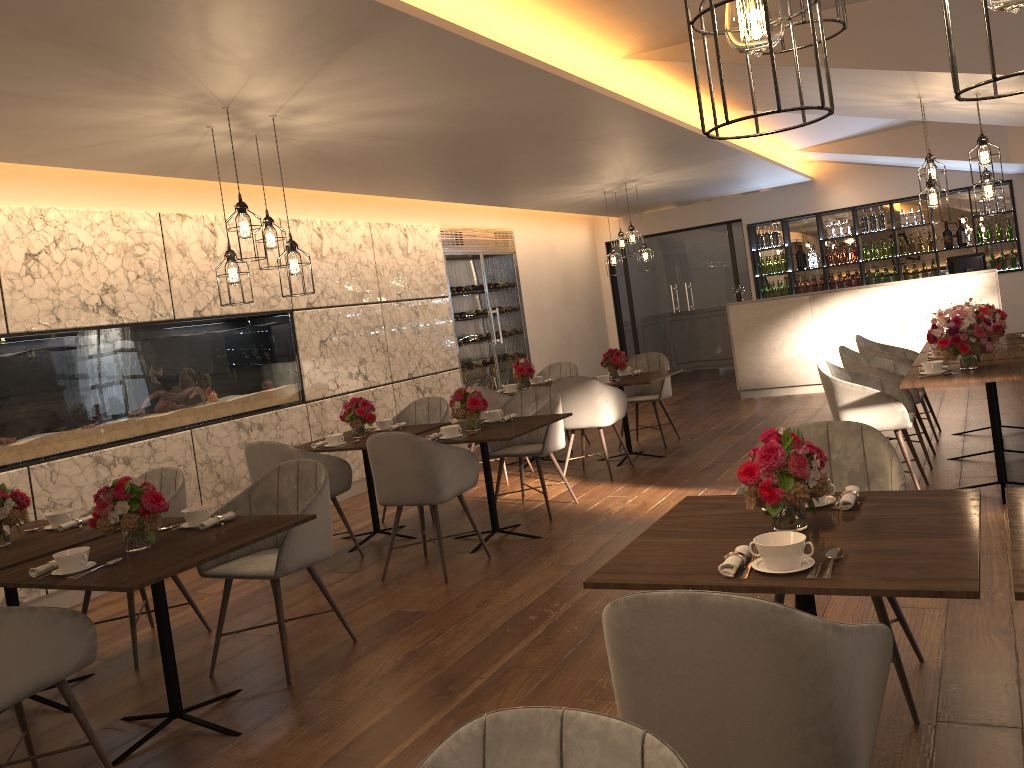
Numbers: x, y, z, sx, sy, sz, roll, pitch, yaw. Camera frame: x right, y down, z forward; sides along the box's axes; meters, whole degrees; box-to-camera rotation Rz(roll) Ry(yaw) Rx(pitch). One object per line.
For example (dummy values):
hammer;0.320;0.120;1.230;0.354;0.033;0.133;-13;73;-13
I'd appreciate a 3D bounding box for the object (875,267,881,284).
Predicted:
object;4.904;-1.441;11.889;0.065;0.261;0.066;-8;1;7

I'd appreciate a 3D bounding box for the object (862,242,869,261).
object;4.758;-1.790;11.935;0.065;0.261;0.066;-8;1;7

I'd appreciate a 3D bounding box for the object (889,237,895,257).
object;5.047;-1.819;11.777;0.065;0.263;0.066;-8;1;7

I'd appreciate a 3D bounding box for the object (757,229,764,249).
object;3.510;-2.062;12.541;0.075;0.310;0.075;-9;2;-36

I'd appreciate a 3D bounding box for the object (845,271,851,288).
object;4.579;-1.409;12.066;0.065;0.261;0.066;-8;1;7

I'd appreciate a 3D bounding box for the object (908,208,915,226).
object;5.236;-2.192;11.606;0.070;0.235;0.041;-7;1;28

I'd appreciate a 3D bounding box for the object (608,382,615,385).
object;0.876;-0.011;7.641;0.022;0.004;0.212;-6;5;29

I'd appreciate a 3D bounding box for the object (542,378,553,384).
object;0.345;-0.027;8.589;0.056;0.039;0.176;-6;5;29

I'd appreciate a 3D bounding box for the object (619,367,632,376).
object;1.045;-0.113;8.207;0.149;0.072;0.148;-11;5;-39

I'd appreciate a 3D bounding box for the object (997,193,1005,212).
object;6.138;-2.281;11.116;0.070;0.235;0.041;-7;1;28

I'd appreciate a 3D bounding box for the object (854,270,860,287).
object;4.676;-1.418;12.013;0.065;0.261;0.066;-8;1;7

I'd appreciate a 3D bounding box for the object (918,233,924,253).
object;5.356;-1.849;11.609;0.065;0.261;0.066;-8;1;7

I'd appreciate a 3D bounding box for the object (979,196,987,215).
object;5.962;-2.263;11.211;0.070;0.235;0.041;-7;1;28

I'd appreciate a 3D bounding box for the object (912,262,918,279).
object;5.310;-1.480;11.668;0.065;0.261;0.066;-8;1;7

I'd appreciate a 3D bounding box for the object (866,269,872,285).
object;4.808;-1.431;11.942;0.065;0.261;0.066;-8;1;7

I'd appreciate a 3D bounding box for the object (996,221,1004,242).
object;6.153;-1.926;11.176;0.065;0.261;0.066;-8;1;7

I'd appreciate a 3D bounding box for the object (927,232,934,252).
object;5.453;-1.858;11.557;0.065;0.261;0.066;-8;1;7

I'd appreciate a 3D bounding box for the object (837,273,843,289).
object;4.483;-1.400;12.118;0.065;0.261;0.066;-8;1;7

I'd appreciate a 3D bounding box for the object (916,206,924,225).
object;5.324;-2.201;11.559;0.070;0.235;0.041;-7;1;28

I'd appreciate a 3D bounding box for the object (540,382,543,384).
object;0.311;-0.016;8.597;0.025;0.024;0.193;-6;4;29

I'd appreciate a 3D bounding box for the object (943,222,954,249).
object;5.625;-1.921;11.433;0.104;0.359;0.104;-8;1;-10

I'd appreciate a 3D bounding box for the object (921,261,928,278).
object;5.406;-1.490;11.616;0.065;0.261;0.066;-8;1;7

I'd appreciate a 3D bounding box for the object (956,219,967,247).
object;5.760;-1.936;11.356;0.104;0.359;0.103;-9;2;-34

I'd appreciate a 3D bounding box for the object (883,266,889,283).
object;5.001;-1.450;11.837;0.065;0.261;0.066;-8;1;7

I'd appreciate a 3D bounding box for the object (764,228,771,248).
object;3.601;-2.071;12.491;0.075;0.310;0.075;-8;1;-18

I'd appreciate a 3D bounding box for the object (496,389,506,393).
object;-0.108;0.070;8.144;0.056;0.039;0.176;-6;5;29

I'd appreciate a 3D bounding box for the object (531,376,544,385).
object;0.243;-0.034;8.643;0.149;0.072;0.148;-11;5;-39

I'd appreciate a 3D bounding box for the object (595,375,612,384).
object;0.791;-0.035;7.654;0.148;0.072;0.148;-9;4;-19

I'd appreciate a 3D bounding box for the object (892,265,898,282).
object;5.097;-1.460;11.784;0.065;0.261;0.066;-8;1;7

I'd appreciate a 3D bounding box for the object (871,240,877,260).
object;4.854;-1.800;11.882;0.065;0.263;0.066;-8;1;7

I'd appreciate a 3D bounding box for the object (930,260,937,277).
object;5.503;-1.499;11.564;0.065;0.261;0.066;-8;1;7

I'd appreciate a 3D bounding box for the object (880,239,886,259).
object;4.950;-1.810;11.830;0.065;0.263;0.066;-8;1;7

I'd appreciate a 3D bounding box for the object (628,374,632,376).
object;1.113;-0.095;8.161;0.025;0.024;0.193;-6;4;29

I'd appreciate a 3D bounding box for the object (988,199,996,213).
object;6.050;-2.272;11.164;0.070;0.235;0.041;-7;1;28

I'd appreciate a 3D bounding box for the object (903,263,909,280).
object;5.213;-1.471;11.721;0.065;0.261;0.066;-8;1;7

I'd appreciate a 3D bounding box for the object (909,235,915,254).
object;5.260;-1.839;11.662;0.065;0.261;0.066;-8;1;7

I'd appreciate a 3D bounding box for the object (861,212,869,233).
object;4.729;-2.181;11.877;0.075;0.310;0.075;-9;1;-29

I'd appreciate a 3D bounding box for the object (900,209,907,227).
object;5.148;-2.184;11.654;0.070;0.235;0.041;-7;1;28

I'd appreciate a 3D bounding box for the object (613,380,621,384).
object;0.903;-0.019;7.618;0.042;0.015;0.198;-6;5;25

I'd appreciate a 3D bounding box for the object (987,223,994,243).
object;6.056;-1.917;11.229;0.065;0.261;0.066;-8;1;7

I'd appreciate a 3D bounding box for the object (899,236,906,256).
object;5.163;-1.830;11.714;0.065;0.261;0.066;-8;1;7

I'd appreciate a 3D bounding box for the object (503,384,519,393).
object;-0.011;0.043;8.090;0.148;0.072;0.148;-9;4;-19

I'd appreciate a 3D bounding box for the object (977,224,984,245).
object;5.960;-1.908;11.281;0.065;0.263;0.066;-8;1;7

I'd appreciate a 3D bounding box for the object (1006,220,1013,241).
object;6.249;-1.936;11.124;0.065;0.261;0.066;-8;1;7

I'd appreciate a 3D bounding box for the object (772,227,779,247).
object;3.692;-2.080;12.441;0.075;0.310;0.075;-8;1;-15

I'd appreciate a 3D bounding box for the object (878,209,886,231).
object;4.911;-2.199;11.778;0.075;0.310;0.075;-7;2;39

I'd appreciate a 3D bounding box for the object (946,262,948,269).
object;5.670;-1.487;11.475;0.065;0.207;0.065;-8;1;-16

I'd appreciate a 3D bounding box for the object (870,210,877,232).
object;4.820;-2.190;11.828;0.075;0.310;0.075;-7;2;39
